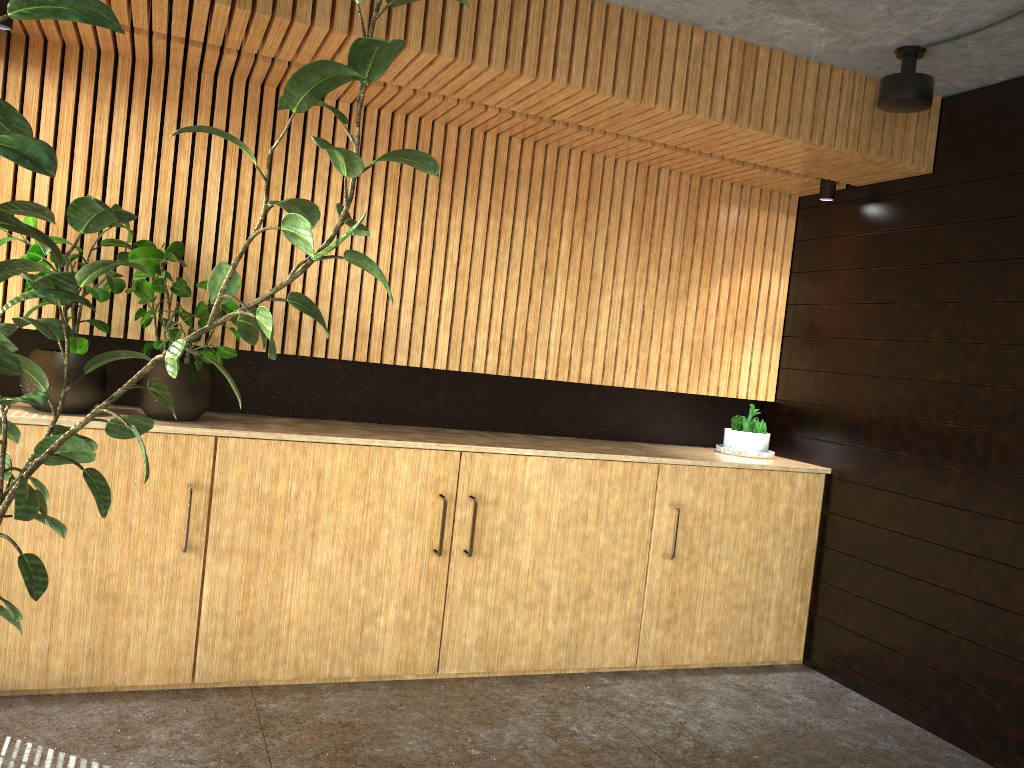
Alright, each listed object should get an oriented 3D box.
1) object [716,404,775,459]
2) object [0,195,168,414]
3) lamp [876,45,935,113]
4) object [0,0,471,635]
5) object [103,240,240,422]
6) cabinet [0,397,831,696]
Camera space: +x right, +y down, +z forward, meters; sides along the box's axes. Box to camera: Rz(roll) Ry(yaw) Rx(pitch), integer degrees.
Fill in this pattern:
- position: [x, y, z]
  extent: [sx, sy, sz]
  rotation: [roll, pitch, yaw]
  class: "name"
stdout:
- position: [1.578, 0.303, 5.937]
  extent: [0.384, 0.347, 0.384]
  rotation: [6, 2, 0]
  class: "object"
- position: [-2.151, -0.396, 4.214]
  extent: [0.666, 1.054, 0.640]
  rotation: [7, 2, 19]
  class: "object"
- position: [0.164, -1.705, 3.684]
  extent: [4.179, 0.294, 0.257]
  rotation: [5, 2, -22]
  class: "lamp"
- position: [-1.305, -0.064, 2.077]
  extent: [1.958, 3.266, 1.875]
  rotation: [7, 2, 16]
  class: "object"
- position: [-1.681, -0.264, 4.397]
  extent: [0.679, 0.880, 0.512]
  rotation: [6, 2, -19]
  class: "object"
- position: [-0.488, 0.923, 5.080]
  extent: [4.954, 1.272, 1.006]
  rotation: [5, 2, -22]
  class: "cabinet"
